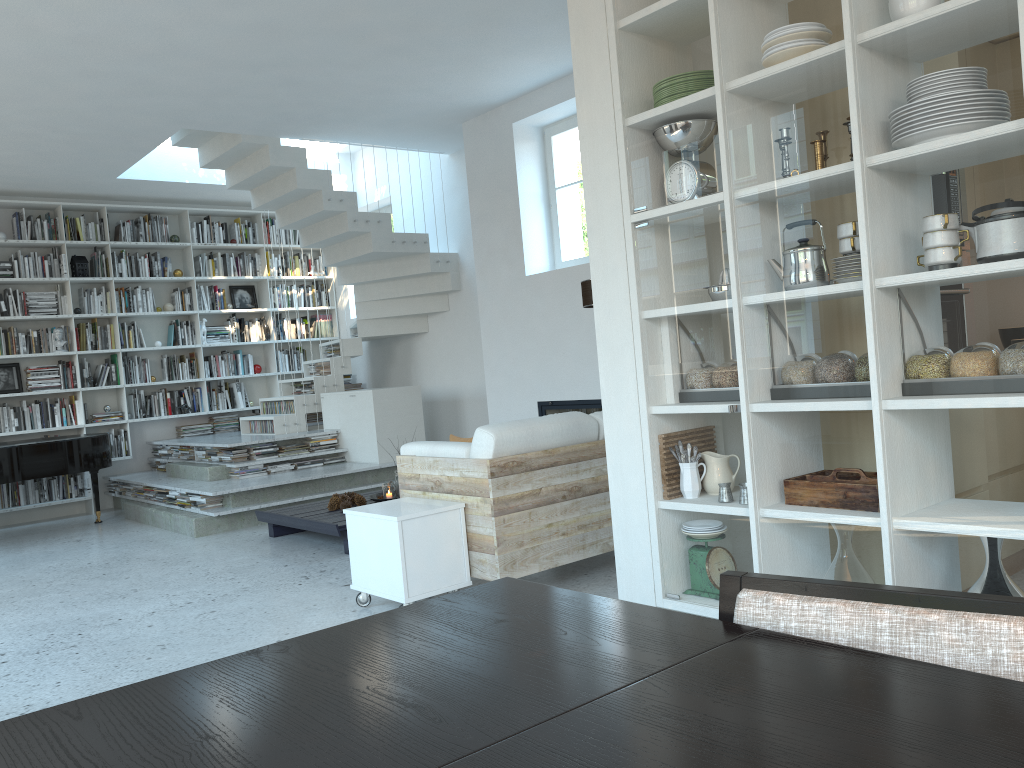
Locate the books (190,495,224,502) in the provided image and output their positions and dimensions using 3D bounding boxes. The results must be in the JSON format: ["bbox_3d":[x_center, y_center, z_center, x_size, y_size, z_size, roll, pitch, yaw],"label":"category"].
[{"bbox_3d":[-2.499,0.932,7.257,0.156,0.027,0.287,-6,2,-44],"label":"books"}]

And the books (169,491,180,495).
[{"bbox_3d":[-2.876,0.941,7.731,0.141,0.028,0.222,-6,2,-44],"label":"books"}]

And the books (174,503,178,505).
[{"bbox_3d":[-2.871,1.027,7.731,0.147,0.008,0.236,-6,2,-34],"label":"books"}]

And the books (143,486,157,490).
[{"bbox_3d":[-3.279,0.954,8.196,0.179,0.012,0.249,-6,2,-42],"label":"books"}]

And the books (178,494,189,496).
[{"bbox_3d":[-2.691,0.924,7.493,0.175,0.006,0.251,-6,2,-39],"label":"books"}]

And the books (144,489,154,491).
[{"bbox_3d":[-3.275,0.966,8.199,0.165,0.014,0.236,-6,2,-44],"label":"books"}]

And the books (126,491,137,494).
[{"bbox_3d":[-3.660,1.052,8.685,0.172,0.014,0.221,-6,2,-38],"label":"books"}]

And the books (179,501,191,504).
[{"bbox_3d":[-2.684,0.991,7.497,0.170,0.006,0.268,-6,2,-39],"label":"books"}]

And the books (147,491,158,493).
[{"bbox_3d":[-3.264,0.985,8.207,0.155,0.009,0.297,-6,2,-38],"label":"books"}]

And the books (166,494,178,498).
[{"bbox_3d":[-2.885,0.964,7.722,0.180,0.017,0.183,-6,2,-42],"label":"books"}]

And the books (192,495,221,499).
[{"bbox_3d":[-2.501,0.911,7.256,0.164,0.015,0.243,-6,2,-35],"label":"books"}]

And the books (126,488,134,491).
[{"bbox_3d":[-3.666,1.016,8.681,0.170,0.020,0.193,-6,2,-35],"label":"books"}]

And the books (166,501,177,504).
[{"bbox_3d":[-2.875,1.021,7.729,0.171,0.005,0.297,-6,2,-40],"label":"books"}]

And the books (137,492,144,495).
[{"bbox_3d":[-3.459,1.032,8.447,0.164,0.012,0.205,-6,2,-39],"label":"books"}]

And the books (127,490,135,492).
[{"bbox_3d":[-3.650,1.040,8.693,0.149,0.007,0.300,-6,2,-39],"label":"books"}]

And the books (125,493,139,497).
[{"bbox_3d":[-3.663,1.072,8.681,0.177,0.026,0.230,-6,2,-36],"label":"books"}]

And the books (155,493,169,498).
[{"bbox_3d":[-3.074,0.989,7.962,0.160,0.025,0.244,-6,2,-44],"label":"books"}]

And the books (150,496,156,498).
[{"bbox_3d":[-3.251,1.040,8.216,0.128,0.005,0.296,-6,2,-37],"label":"books"}]

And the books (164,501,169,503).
[{"bbox_3d":[-3.062,1.041,7.970,0.142,0.012,0.291,-6,2,-35],"label":"books"}]

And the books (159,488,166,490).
[{"bbox_3d":[-3.073,0.926,7.965,0.160,0.008,0.239,-6,2,-38],"label":"books"}]

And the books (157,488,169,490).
[{"bbox_3d":[-3.070,0.933,7.968,0.157,0.007,0.268,-6,2,-39],"label":"books"}]

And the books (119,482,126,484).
[{"bbox_3d":[-3.847,0.988,8.932,0.135,0.014,0.297,-6,2,-38],"label":"books"}]

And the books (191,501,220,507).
[{"bbox_3d":[-2.505,0.973,7.250,0.187,0.017,0.205,-6,2,-34],"label":"books"}]

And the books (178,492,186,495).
[{"bbox_3d":[-2.700,0.909,7.486,0.178,0.010,0.196,-6,2,-34],"label":"books"}]

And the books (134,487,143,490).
[{"bbox_3d":[-3.477,0.979,8.434,0.182,0.016,0.199,-6,2,-34],"label":"books"}]

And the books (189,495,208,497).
[{"bbox_3d":[-2.507,0.899,7.251,0.176,0.010,0.266,-6,2,-43],"label":"books"}]

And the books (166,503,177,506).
[{"bbox_3d":[-2.886,1.035,7.719,0.192,0.005,0.225,-6,2,-43],"label":"books"}]

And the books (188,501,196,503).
[{"bbox_3d":[-2.678,0.980,7.502,0.154,0.014,0.196,-6,2,-39],"label":"books"}]

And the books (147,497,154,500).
[{"bbox_3d":[-3.267,1.048,8.203,0.160,0.008,0.254,-6,2,-34],"label":"books"}]

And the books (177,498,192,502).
[{"bbox_3d":[-2.695,0.967,7.488,0.191,0.015,0.246,-6,2,-38],"label":"books"}]

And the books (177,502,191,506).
[{"bbox_3d":[-2.695,0.998,7.488,0.191,0.006,0.275,-6,2,-37],"label":"books"}]

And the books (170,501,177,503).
[{"bbox_3d":[-2.874,1.013,7.729,0.158,0.009,0.275,-6,2,-36],"label":"books"}]

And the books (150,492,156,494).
[{"bbox_3d":[-3.256,0.995,8.213,0.140,0.013,0.180,-6,2,-38],"label":"books"}]

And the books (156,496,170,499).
[{"bbox_3d":[-3.074,1.007,7.961,0.177,0.011,0.220,-6,2,-37],"label":"books"}]

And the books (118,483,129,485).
[{"bbox_3d":[-3.850,0.998,8.929,0.126,0.005,0.290,-6,2,-44],"label":"books"}]

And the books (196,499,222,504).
[{"bbox_3d":[-2.482,0.953,7.270,0.137,0.019,0.224,-6,2,-38],"label":"books"}]

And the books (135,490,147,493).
[{"bbox_3d":[-3.465,1.013,8.443,0.159,0.011,0.246,-6,2,-43],"label":"books"}]

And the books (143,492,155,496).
[{"bbox_3d":[-3.272,1.010,8.200,0.182,0.013,0.287,-6,2,-38],"label":"books"}]

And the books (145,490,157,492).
[{"bbox_3d":[-3.268,0.977,8.204,0.169,0.009,0.241,-6,2,-39],"label":"books"}]

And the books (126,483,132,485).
[{"bbox_3d":[-3.665,0.969,8.684,0.159,0.006,0.285,-6,2,-37],"label":"books"}]

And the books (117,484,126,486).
[{"bbox_3d":[-3.857,1.005,8.923,0.160,0.009,0.291,-6,2,-37],"label":"books"}]

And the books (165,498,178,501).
[{"bbox_3d":[-2.885,0.996,7.721,0.189,0.013,0.215,-6,2,-41],"label":"books"}]

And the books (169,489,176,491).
[{"bbox_3d":[-2.880,0.907,7.728,0.156,0.014,0.215,-6,2,-37],"label":"books"}]

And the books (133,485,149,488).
[{"bbox_3d":[-3.472,0.963,8.438,0.171,0.015,0.253,-6,2,-42],"label":"books"}]

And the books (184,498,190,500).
[{"bbox_3d":[-2.686,0.957,7.496,0.150,0.004,0.290,-6,2,-35],"label":"books"}]

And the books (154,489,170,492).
[{"bbox_3d":[-3.080,0.944,7.959,0.170,0.014,0.281,-6,2,-42],"label":"books"}]

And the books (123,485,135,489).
[{"bbox_3d":[-3.670,0.999,8.678,0.180,0.015,0.294,-6,2,-41],"label":"books"}]

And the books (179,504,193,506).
[{"bbox_3d":[-2.689,1.005,7.492,0.178,0.009,0.277,-6,2,-41],"label":"books"}]

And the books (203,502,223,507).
[{"bbox_3d":[-2.475,0.986,7.274,0.132,0.014,0.205,-6,2,-39],"label":"books"}]

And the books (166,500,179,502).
[{"bbox_3d":[-2.880,1.006,7.725,0.180,0.008,0.267,-6,2,-40],"label":"books"}]

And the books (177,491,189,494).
[{"bbox_3d":[-2.702,0.896,7.486,0.182,0.016,0.256,-6,2,-36],"label":"books"}]

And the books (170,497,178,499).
[{"bbox_3d":[-2.882,0.976,7.724,0.171,0.007,0.260,-6,2,-36],"label":"books"}]

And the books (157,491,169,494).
[{"bbox_3d":[-3.068,0.967,7.968,0.142,0.017,0.239,-6,2,-43],"label":"books"}]

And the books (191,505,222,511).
[{"bbox_3d":[-2.497,1.004,7.256,0.184,0.017,0.230,-6,2,-37],"label":"books"}]

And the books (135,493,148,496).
[{"bbox_3d":[-3.461,1.044,8.444,0.159,0.012,0.292,-6,2,-42],"label":"books"}]

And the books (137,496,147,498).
[{"bbox_3d":[-3.456,1.065,8.448,0.157,0.014,0.180,-6,2,-42],"label":"books"}]

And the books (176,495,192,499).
[{"bbox_3d":[-2.696,0.943,7.488,0.168,0.013,0.281,-6,2,-44],"label":"books"}]

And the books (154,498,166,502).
[{"bbox_3d":[-3.080,1.026,7.956,0.189,0.009,0.291,-6,2,-36],"label":"books"}]

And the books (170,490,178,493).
[{"bbox_3d":[-2.879,0.921,7.729,0.139,0.013,0.288,-6,2,-34],"label":"books"}]

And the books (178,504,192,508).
[{"bbox_3d":[-2.696,1.018,7.486,0.191,0.016,0.209,-6,2,-34],"label":"books"}]
